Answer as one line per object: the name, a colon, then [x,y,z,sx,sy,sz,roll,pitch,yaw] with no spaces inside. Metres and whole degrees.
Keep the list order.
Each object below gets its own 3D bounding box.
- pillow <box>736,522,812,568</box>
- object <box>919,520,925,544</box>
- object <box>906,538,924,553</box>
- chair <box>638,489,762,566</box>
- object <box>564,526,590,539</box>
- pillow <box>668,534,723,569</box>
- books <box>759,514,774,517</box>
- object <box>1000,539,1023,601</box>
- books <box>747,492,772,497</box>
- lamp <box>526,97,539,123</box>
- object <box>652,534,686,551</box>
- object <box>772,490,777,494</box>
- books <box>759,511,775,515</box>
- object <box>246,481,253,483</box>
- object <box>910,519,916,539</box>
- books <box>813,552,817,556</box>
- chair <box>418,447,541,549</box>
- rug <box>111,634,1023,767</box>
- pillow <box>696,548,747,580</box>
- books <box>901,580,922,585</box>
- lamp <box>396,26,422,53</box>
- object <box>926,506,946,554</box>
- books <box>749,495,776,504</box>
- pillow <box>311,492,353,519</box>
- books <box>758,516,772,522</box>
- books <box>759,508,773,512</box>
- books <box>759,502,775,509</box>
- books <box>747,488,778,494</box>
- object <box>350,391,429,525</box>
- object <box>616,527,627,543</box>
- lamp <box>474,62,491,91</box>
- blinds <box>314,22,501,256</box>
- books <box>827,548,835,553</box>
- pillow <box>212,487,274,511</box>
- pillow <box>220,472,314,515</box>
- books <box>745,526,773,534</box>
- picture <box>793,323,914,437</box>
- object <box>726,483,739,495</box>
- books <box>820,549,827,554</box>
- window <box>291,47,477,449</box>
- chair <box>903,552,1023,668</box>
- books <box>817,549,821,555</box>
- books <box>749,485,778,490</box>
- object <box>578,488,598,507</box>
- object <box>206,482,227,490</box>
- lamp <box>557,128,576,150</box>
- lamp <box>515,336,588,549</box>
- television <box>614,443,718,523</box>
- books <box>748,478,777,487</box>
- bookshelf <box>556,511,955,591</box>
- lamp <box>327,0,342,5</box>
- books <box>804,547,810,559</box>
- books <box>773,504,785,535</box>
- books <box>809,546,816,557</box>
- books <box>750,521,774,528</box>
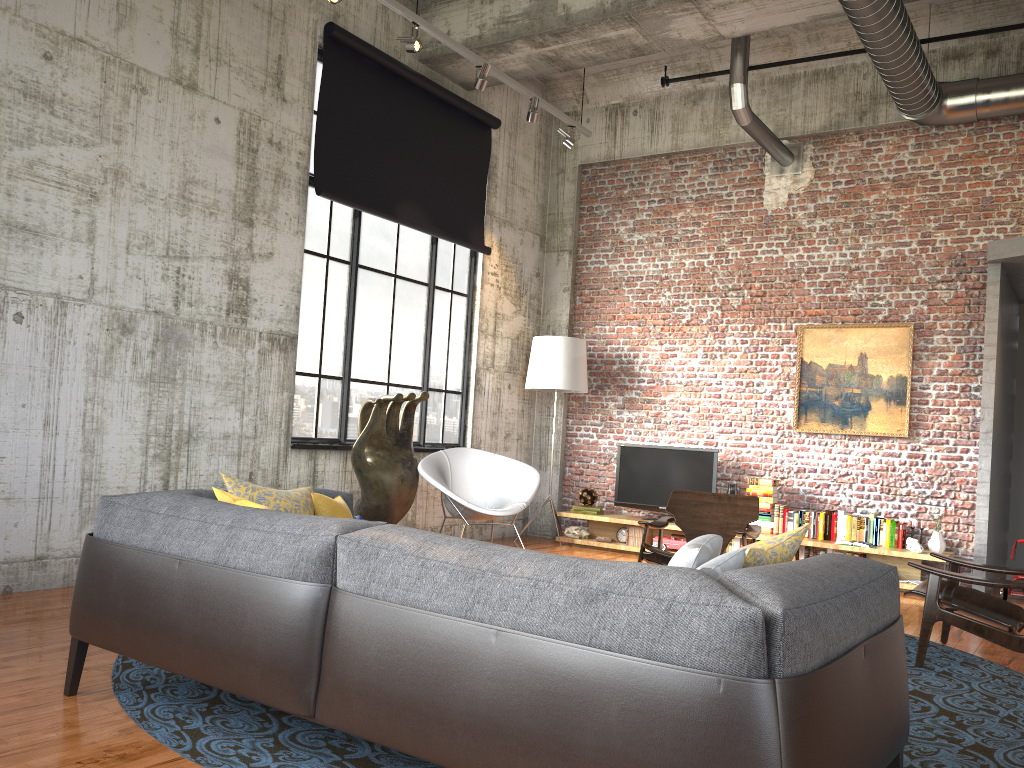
pillow: [0.793,0.681,2.982,0.260,0.445,0.537,2,-3,41]
object: [3.732,1.373,8.078,0.057,0.272,0.057,4,-1,-6]
object: [3.561,1.428,7.827,0.123,0.123,0.252,4,-3,-11]
chair: [1.473,1.256,6.875,0.874,0.792,1.045,3,-3,24]
object: [0.721,1.619,9.679,0.273,0.133,0.183,1,-4,42]
pillow: [0.571,0.645,2.869,0.171,0.314,0.365,3,-3,24]
books: [2.468,1.291,8.778,0.250,0.026,0.160,1,-4,34]
object: [6.543,1.334,1.144,20.819,0.656,8.784,1,-4,34]
books: [2.480,1.093,8.784,0.253,0.034,0.183,1,-4,34]
lamp: [0.193,-2.527,8.234,0.102,0.251,0.165,4,-2,-11]
object: [1.745,1.622,9.006,0.599,0.174,0.244,2,-3,25]
object: [2.479,1.059,8.782,0.248,0.031,0.178,1,-4,34]
books: [2.471,1.266,8.779,0.223,0.027,0.161,1,-4,34]
object: [-1.910,0.879,6.341,0.163,0.361,0.163,2,-2,36]
object: [3.674,1.373,8.133,0.057,0.272,0.057,4,-1,-6]
books: [2.863,1.663,8.346,0.036,0.156,0.109,3,-2,34]
chair: [-0.265,1.039,7.095,1.058,1.029,0.807,4,-2,-17]
rug: [0.457,1.476,4.859,4.848,0.009,4.850,4,-3,-10]
pillow: [0.576,0.654,2.669,0.168,0.318,0.435,2,-3,33]
books: [3.538,1.741,7.809,0.169,0.023,0.230,6,-4,-36]
lamp: [-0.774,-2.661,6.861,0.260,0.211,0.102,2,-2,29]
object: [3.763,1.274,7.834,0.197,0.445,0.234,3,-2,21]
books: [2.480,1.141,8.784,0.259,0.060,0.180,1,-4,34]
pillow: [-0.823,0.664,4.151,0.168,0.318,0.435,3,-3,8]
books: [2.466,1.327,8.787,0.240,0.045,0.175,1,-4,34]
books: [2.470,1.239,8.777,0.223,0.026,0.161,1,-4,34]
books: [2.476,1.199,8.782,0.246,0.057,0.171,1,-4,34]
books: [2.480,1.059,8.782,0.253,0.034,0.183,1,-4,34]
object: [-1.105,0.686,7.561,0.729,1.295,0.456,5,-2,-45]
object: [1.198,1.620,9.479,0.168,0.172,0.068,2,-2,35]
lamp: [-0.259,-2.594,7.544,0.102,0.251,0.165,5,-2,-31]
blinds: [-0.893,-2.187,8.379,0.150,1.462,2.447,3,-3,34]
books: [2.980,1.635,8.284,0.040,0.219,0.133,3,-2,34]
pillow: [-1.058,0.621,3.637,0.405,0.371,0.229,1,-3,43]
pillow: [-1.028,0.619,3.895,0.260,0.445,0.537,2,-3,41]
books: [2.470,1.435,8.785,0.284,0.065,0.198,1,-4,34]
picture: [3.280,-0.044,8.562,1.064,1.063,0.040,2,-2,34]
object: [2.221,1.235,8.965,0.268,0.455,0.268,4,-2,-25]
books: [2.926,1.651,8.316,0.043,0.185,0.129,3,-2,34]
window: [-1.106,-1.069,8.452,0.050,3.432,2.583,3,-2,34]
chair: [2.850,1.244,5.135,1.042,0.792,0.876,2,-3,35]
books: [2.898,1.652,8.338,0.028,0.181,0.120,3,-2,34]
books: [2.494,1.025,8.788,0.231,0.037,0.168,1,-4,34]
object: [0.836,1.244,9.749,0.214,0.207,0.217,3,-3,23]
object: [-2.037,0.860,6.148,0.163,0.361,0.163,3,-2,32]
lamp: [0.562,-2.461,8.885,0.226,0.215,0.102,4,-2,-15]
lamp: [0.455,0.627,9.682,0.695,2.241,0.707,5,-2,-34]
television: [1.609,1.048,9.312,1.089,0.792,0.286,3,-2,20]
books: [2.499,0.974,8.796,0.259,0.065,0.198,2,-4,34]
bookshelf: [2.235,1.635,8.828,3.842,0.358,0.549,1,-3,34]
lamp: [-1.220,-2.730,6.148,0.102,0.240,0.183,3,-2,29]
books: [2.808,1.647,8.394,0.043,0.186,0.143,3,-2,34]
books: [2.609,1.322,8.662,0.044,0.290,0.176,3,-2,34]
books: [2.834,1.628,8.362,0.033,0.224,0.106,3,-2,34]
books: [2.470,1.376,8.778,0.290,0.053,0.176,1,-4,34]
